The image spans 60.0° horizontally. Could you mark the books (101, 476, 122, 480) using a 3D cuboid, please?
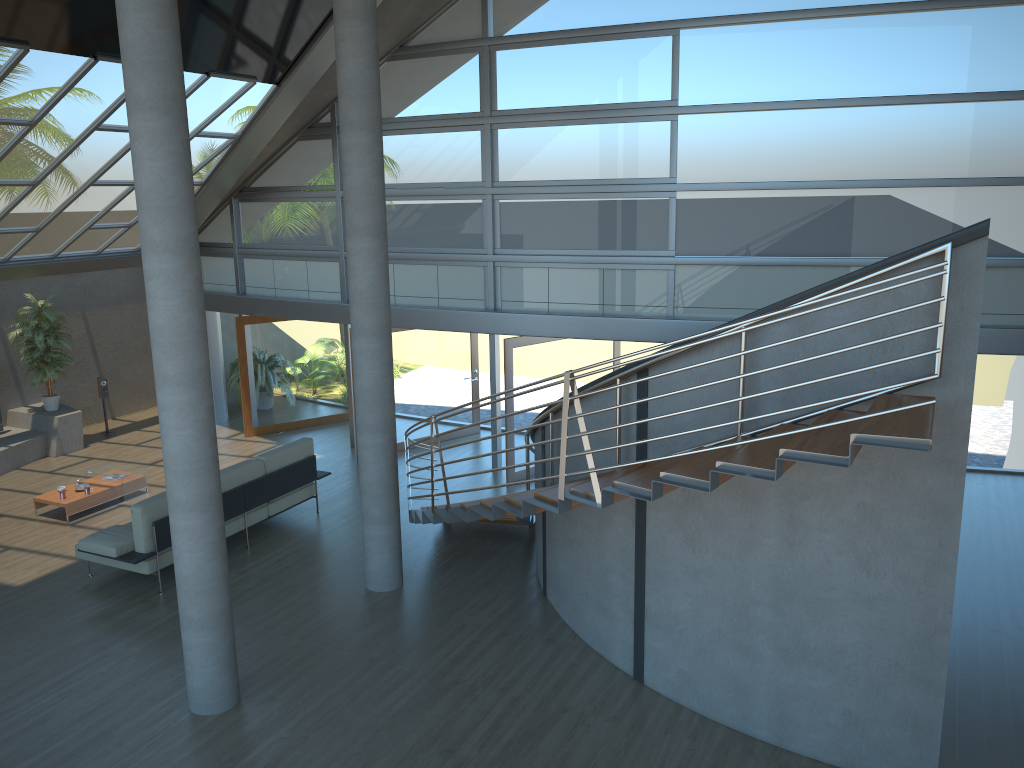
[{"bbox_3d":[-5.236,1.224,11.683,0.275,0.005,0.189,1,12,9],"label":"books"}]

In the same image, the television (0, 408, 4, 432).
[{"bbox_3d":[-8.157,0.402,12.782,0.396,1.063,1.568,5,14,26],"label":"television"}]

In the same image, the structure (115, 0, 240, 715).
[{"bbox_3d":[-2.374,-1.013,6.149,0.381,7.125,0.382,5,14,26],"label":"structure"}]

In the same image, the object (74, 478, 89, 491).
[{"bbox_3d":[-5.430,1.261,11.179,0.178,0.161,0.178,-6,13,-22],"label":"object"}]

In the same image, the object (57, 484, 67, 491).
[{"bbox_3d":[-5.669,1.309,11.155,0.102,0.086,0.100,6,14,30],"label":"object"}]

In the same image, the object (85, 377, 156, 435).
[{"bbox_3d":[-9.305,0.728,13.309,7.863,0.982,21.345,6,14,29],"label":"object"}]

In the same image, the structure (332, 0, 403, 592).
[{"bbox_3d":[-1.348,-1.471,8.185,0.381,7.125,0.382,-5,13,-19],"label":"structure"}]

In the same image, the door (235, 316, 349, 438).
[{"bbox_3d":[-3.428,-0.248,14.879,2.298,1.977,0.200,-9,15,-34],"label":"door"}]

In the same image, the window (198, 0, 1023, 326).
[{"bbox_3d":[1.480,-2.011,11.649,16.616,6.630,1.098,5,13,24],"label":"window"}]

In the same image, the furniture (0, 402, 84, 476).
[{"bbox_3d":[-7.573,0.911,13.128,1.577,0.610,2.936,5,14,26],"label":"furniture"}]

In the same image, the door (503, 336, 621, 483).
[{"bbox_3d":[0.758,0.202,12.464,2.298,1.977,0.200,-12,16,-41],"label":"door"}]

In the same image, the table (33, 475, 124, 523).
[{"bbox_3d":[-5.382,1.429,11.372,0.600,0.250,1.200,5,14,26],"label":"table"}]

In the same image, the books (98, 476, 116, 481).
[{"bbox_3d":[-5.274,1.237,11.647,0.275,0.005,0.189,0,12,7],"label":"books"}]

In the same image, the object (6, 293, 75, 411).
[{"bbox_3d":[-7.259,-0.496,13.759,0.932,1.857,0.895,-4,13,-15],"label":"object"}]

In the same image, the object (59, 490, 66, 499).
[{"bbox_3d":[-5.521,1.356,10.888,0.085,0.101,0.070,5,13,24],"label":"object"}]

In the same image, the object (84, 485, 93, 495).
[{"bbox_3d":[-5.276,1.319,11.041,0.085,0.101,0.070,-10,15,-35],"label":"object"}]

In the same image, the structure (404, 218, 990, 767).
[{"bbox_3d":[0.490,0.477,7.280,2.349,3.653,6.809,-7,13,-25],"label":"structure"}]

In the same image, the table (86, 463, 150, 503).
[{"bbox_3d":[-5.206,1.297,11.711,0.680,0.342,0.400,5,14,26],"label":"table"}]

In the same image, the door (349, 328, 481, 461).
[{"bbox_3d":[-1.420,-0.001,13.579,2.298,1.977,0.200,-11,16,-39],"label":"door"}]

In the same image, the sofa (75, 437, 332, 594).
[{"bbox_3d":[-3.444,1.342,10.061,1.166,0.947,3.079,5,14,25],"label":"sofa"}]
